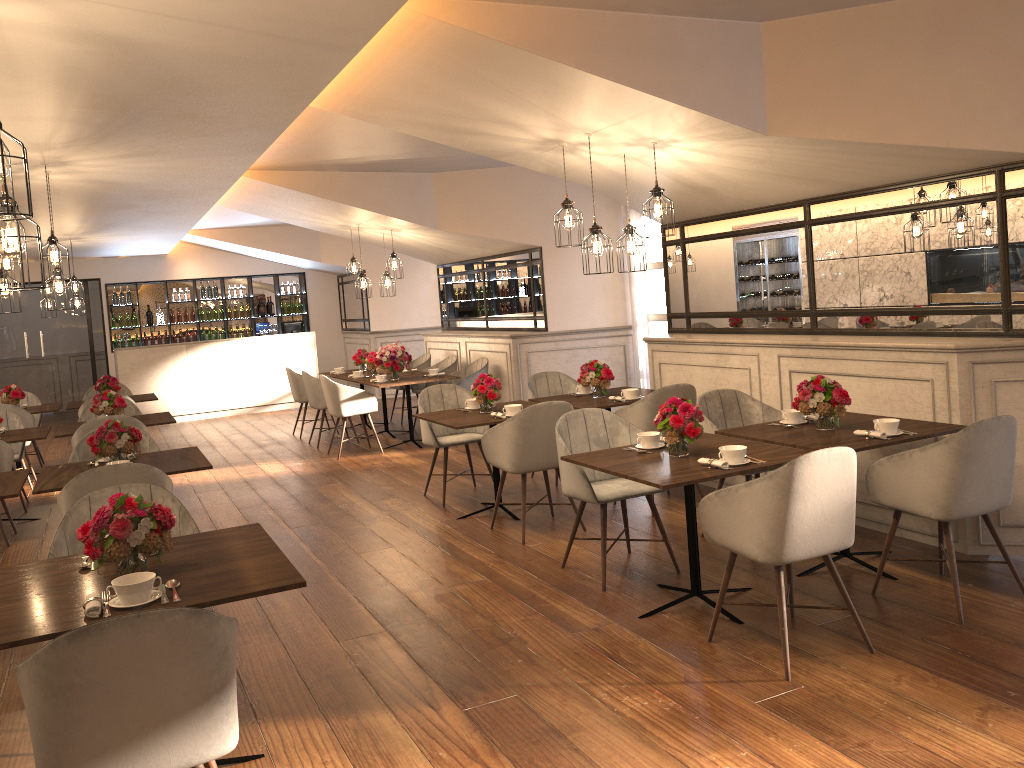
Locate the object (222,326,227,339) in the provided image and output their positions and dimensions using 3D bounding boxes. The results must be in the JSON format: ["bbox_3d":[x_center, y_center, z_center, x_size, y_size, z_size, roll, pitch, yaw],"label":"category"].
[{"bbox_3d":[-5.034,-0.889,15.482,0.065,0.261,0.066,-2,4,44],"label":"object"}]

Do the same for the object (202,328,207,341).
[{"bbox_3d":[-5.333,-0.852,15.343,0.065,0.261,0.066,-2,4,44],"label":"object"}]

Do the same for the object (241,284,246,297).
[{"bbox_3d":[-4.724,-1.646,15.587,0.070,0.235,0.041,-6,3,-25],"label":"object"}]

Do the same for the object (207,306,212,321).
[{"bbox_3d":[-5.261,-1.226,15.373,0.065,0.263,0.066,-2,4,44],"label":"object"}]

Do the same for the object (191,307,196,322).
[{"bbox_3d":[-5.498,-1.196,15.264,0.065,0.261,0.066,-2,4,44],"label":"object"}]

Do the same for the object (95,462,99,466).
[{"bbox_3d":[-2.517,0.480,5.367,0.022,0.004,0.211,-7,6,-24],"label":"object"}]

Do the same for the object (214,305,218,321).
[{"bbox_3d":[-5.161,-1.238,15.420,0.065,0.263,0.066,-2,4,44],"label":"object"}]

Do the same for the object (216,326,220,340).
[{"bbox_3d":[-5.134,-0.877,15.435,0.065,0.261,0.066,-2,4,44],"label":"object"}]

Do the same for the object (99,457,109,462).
[{"bbox_3d":[-2.461,0.435,5.422,0.148,0.072,0.149,0,7,43],"label":"object"}]

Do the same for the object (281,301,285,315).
[{"bbox_3d":[-4.117,-1.367,15.906,0.065,0.263,0.066,-2,4,44],"label":"object"}]

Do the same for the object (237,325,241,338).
[{"bbox_3d":[-4.814,-0.916,15.584,0.065,0.261,0.066,-2,4,44],"label":"object"}]

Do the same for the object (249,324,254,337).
[{"bbox_3d":[-4.614,-0.941,15.677,0.065,0.261,0.066,-2,4,44],"label":"object"}]

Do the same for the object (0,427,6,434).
[{"bbox_3d":[-4.274,0.389,7.418,0.056,0.039,0.176,-7,6,-25],"label":"object"}]

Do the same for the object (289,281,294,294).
[{"bbox_3d":[-3.972,-1.739,15.937,0.070,0.235,0.041,-6,3,-25],"label":"object"}]

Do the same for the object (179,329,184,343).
[{"bbox_3d":[-5.670,-0.811,15.186,0.065,0.261,0.066,-2,4,44],"label":"object"}]

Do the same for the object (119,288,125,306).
[{"bbox_3d":[-6.503,-1.465,14.758,0.075,0.309,0.075,-4,3,18],"label":"object"}]

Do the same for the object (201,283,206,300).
[{"bbox_3d":[-5.335,-1.609,15.301,0.075,0.309,0.075,-4,3,8],"label":"object"}]

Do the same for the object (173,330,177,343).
[{"bbox_3d":[-5.769,-0.798,15.140,0.065,0.261,0.066,-2,4,44],"label":"object"}]

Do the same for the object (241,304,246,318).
[{"bbox_3d":[-4.742,-1.289,15.615,0.065,0.261,0.066,-2,4,44],"label":"object"}]

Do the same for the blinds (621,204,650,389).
[{"bbox_3d":[1.543,-0.825,8.869,0.134,2.691,1.381,-6,3,-24],"label":"blinds"}]

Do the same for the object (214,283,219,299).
[{"bbox_3d":[-5.147,-1.632,15.389,0.075,0.309,0.075,-5,3,-14],"label":"object"}]

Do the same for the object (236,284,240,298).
[{"bbox_3d":[-4.814,-1.635,15.545,0.070,0.235,0.041,-6,3,-25],"label":"object"}]

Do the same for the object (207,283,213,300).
[{"bbox_3d":[-5.241,-1.621,15.345,0.075,0.309,0.075,-5,3,-14],"label":"object"}]

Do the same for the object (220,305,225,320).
[{"bbox_3d":[-5.062,-1.250,15.466,0.065,0.263,0.066,-2,4,44],"label":"object"}]

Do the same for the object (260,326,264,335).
[{"bbox_3d":[-4.443,-0.933,15.757,0.065,0.207,0.065,-3,3,20],"label":"object"}]

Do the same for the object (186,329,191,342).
[{"bbox_3d":[-5.570,-0.823,15.233,0.065,0.261,0.066,-2,4,44],"label":"object"}]

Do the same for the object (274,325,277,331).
[{"bbox_3d":[-4.232,-0.959,15.855,0.065,0.207,0.065,-3,3,20],"label":"object"}]

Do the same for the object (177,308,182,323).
[{"bbox_3d":[-5.697,-1.171,15.171,0.065,0.261,0.066,-2,4,44],"label":"object"}]

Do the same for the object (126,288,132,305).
[{"bbox_3d":[-6.408,-1.476,14.802,0.075,0.309,0.075,-3,3,22],"label":"object"}]

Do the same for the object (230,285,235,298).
[{"bbox_3d":[-4.905,-1.624,15.502,0.070,0.235,0.041,-6,3,-25],"label":"object"}]

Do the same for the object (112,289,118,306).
[{"bbox_3d":[-6.597,-1.453,14.714,0.075,0.309,0.075,-4,3,0],"label":"object"}]

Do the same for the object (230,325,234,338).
[{"bbox_3d":[-4.914,-0.904,15.538,0.065,0.261,0.066,-2,4,44],"label":"object"}]

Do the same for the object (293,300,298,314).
[{"bbox_3d":[-3.917,-1.391,15.999,0.065,0.261,0.066,-2,4,44],"label":"object"}]

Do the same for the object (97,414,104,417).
[{"bbox_3d":[-3.548,0.282,7.755,0.148,0.072,0.149,-3,5,18],"label":"object"}]

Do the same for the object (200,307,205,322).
[{"bbox_3d":[-5.361,-1.212,15.327,0.065,0.261,0.066,-2,4,44],"label":"object"}]

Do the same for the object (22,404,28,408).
[{"bbox_3d":[-5.329,0.241,9.683,0.056,0.039,0.176,-7,6,-25],"label":"object"}]

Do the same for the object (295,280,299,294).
[{"bbox_3d":[-3.881,-1.750,15.979,0.070,0.235,0.041,-6,3,-25],"label":"object"}]

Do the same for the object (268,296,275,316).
[{"bbox_3d":[-4.297,-1.391,15.793,0.104,0.358,0.104,-4,3,3],"label":"object"}]

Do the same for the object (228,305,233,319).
[{"bbox_3d":[-4.941,-1.264,15.522,0.065,0.261,0.066,-2,4,44],"label":"object"}]

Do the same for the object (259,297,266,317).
[{"bbox_3d":[-4.440,-1.372,15.731,0.103,0.358,0.104,-3,3,27],"label":"object"}]

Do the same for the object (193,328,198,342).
[{"bbox_3d":[-5.470,-0.835,15.279,0.065,0.261,0.066,-2,4,44],"label":"object"}]

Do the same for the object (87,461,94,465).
[{"bbox_3d":[-2.552,0.478,5.358,0.043,0.015,0.197,-7,6,-28],"label":"object"}]

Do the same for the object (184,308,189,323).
[{"bbox_3d":[-5.597,-1.183,15.217,0.065,0.261,0.066,-2,4,44],"label":"object"}]

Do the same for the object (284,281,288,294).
[{"bbox_3d":[-4.063,-1.728,15.894,0.070,0.235,0.041,-6,3,-25],"label":"object"}]

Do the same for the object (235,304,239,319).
[{"bbox_3d":[-4.841,-1.277,15.569,0.065,0.261,0.066,-2,4,44],"label":"object"}]

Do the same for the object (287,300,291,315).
[{"bbox_3d":[-4.017,-1.378,15.952,0.065,0.261,0.066,-2,4,44],"label":"object"}]

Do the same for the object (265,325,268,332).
[{"bbox_3d":[-4.373,-0.942,15.790,0.065,0.207,0.065,-3,3,20],"label":"object"}]

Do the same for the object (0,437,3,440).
[{"bbox_3d":[-3.992,0.432,6.899,0.043,0.015,0.197,-7,6,-28],"label":"object"}]

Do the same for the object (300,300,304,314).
[{"bbox_3d":[-3.818,-1.403,16.045,0.065,0.261,0.066,-2,4,44],"label":"object"}]

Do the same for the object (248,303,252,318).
[{"bbox_3d":[-4.642,-1.301,15.662,0.065,0.261,0.066,-2,4,44],"label":"object"}]

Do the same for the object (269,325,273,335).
[{"bbox_3d":[-4.303,-0.951,15.822,0.065,0.207,0.065,-3,3,20],"label":"object"}]

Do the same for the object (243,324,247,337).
[{"bbox_3d":[-4.714,-0.929,15.631,0.065,0.261,0.066,-2,4,44],"label":"object"}]

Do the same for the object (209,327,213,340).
[{"bbox_3d":[-5.234,-0.864,15.389,0.065,0.261,0.066,-2,4,44],"label":"object"}]
